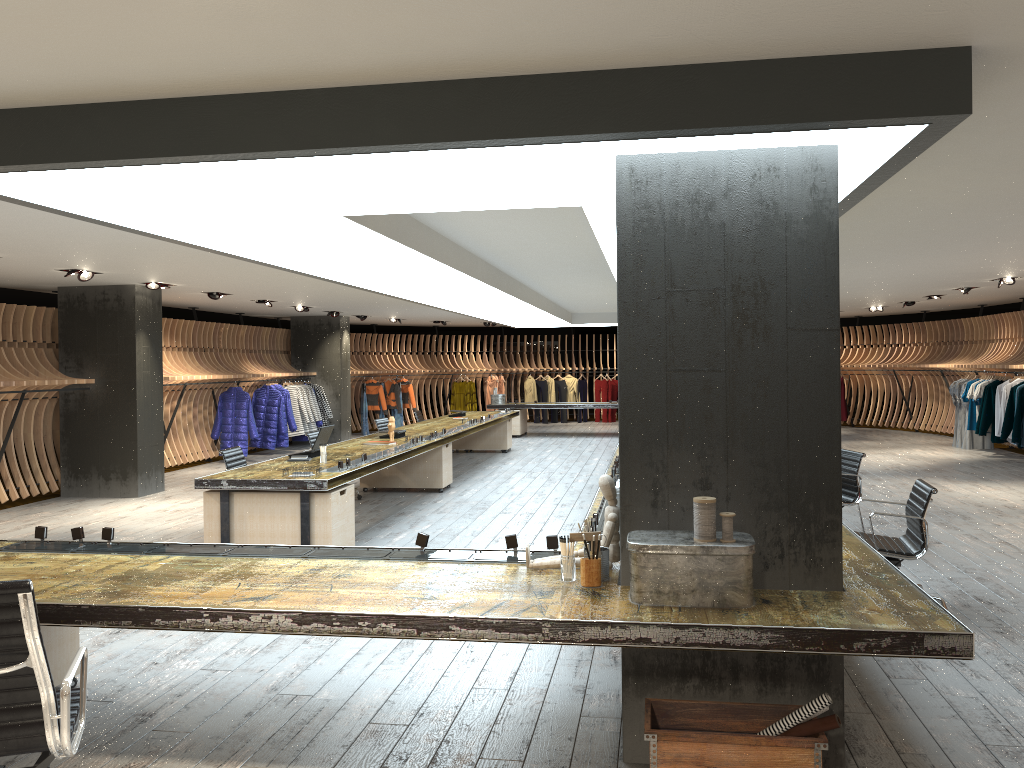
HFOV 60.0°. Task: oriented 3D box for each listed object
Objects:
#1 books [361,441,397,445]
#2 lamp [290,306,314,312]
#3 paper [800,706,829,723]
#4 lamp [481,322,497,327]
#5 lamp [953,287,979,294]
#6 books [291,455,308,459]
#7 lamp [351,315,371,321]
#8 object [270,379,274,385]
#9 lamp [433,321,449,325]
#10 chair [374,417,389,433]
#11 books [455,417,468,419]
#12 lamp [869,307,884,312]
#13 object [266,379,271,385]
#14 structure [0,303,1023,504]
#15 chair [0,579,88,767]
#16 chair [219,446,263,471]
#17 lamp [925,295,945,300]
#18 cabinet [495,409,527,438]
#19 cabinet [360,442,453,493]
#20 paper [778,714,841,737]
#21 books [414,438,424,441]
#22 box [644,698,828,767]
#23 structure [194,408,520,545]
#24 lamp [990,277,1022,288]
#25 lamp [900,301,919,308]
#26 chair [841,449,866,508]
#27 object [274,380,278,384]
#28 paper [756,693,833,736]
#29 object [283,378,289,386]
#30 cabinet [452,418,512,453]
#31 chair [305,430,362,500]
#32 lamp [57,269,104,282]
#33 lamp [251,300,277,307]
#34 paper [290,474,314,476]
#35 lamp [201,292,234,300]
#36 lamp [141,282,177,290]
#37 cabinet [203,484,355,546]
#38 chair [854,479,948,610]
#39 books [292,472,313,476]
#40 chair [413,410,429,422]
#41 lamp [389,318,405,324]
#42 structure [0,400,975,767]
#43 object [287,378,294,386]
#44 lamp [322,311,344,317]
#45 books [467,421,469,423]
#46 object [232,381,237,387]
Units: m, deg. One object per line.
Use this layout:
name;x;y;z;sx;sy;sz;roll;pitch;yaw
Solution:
books;-1.575;0.697;10.465;0.366;0.026;0.213;0;1;19
lamp;-3.852;-1.454;16.255;0.269;0.286;0.493;-1;1;9
paper;0.927;1.384;3.414;0.624;0.290;0.041;-1;0;-9
lamp;-0.557;-1.643;23.152;0.493;0.297;0.269;-1;1;-31
lamp;7.163;-1.549;13.992;0.269;0.286;0.493;-1;1;9
books;-2.123;0.726;8.803;0.186;0.027;0.112;-1;1;-6
lamp;-3.290;-1.527;19.393;0.269;0.292;0.493;-1;1;16
object;-4.630;0.048;17.150;0.523;0.291;0.012;-1;0;9
lamp;-1.797;-1.607;22.158;0.269;0.293;0.493;0;1;41
chair;-1.772;0.961;13.724;0.667;0.859;0.693;-1;1;5
books;-0.873;0.584;15.230;0.213;0.026;0.366;-1;1;9
lamp;7.706;-1.659;18.735;0.269;0.287;0.493;-1;1;-11
object;-4.685;0.057;17.017;0.523;0.292;0.012;-1;0;9
structure;0.530;0.203;7.820;14.881;2.439;36.562;-1;1;9
chair;-1.778;1.115;2.955;0.665;1.023;0.699;-1;1;-10
chair;-2.587;1.076;8.981;0.667;0.859;0.693;-1;1;-5
lamp;7.415;-1.583;15.567;0.269;0.294;0.493;-1;1;9
cabinet;-0.016;0.899;20.774;0.593;0.630;1.132;-1;1;9
cabinet;-1.421;1.110;11.977;1.131;0.630;0.593;-1;1;9
paper;0.881;1.386;3.397;0.723;0.365;0.047;0;1;29
books;-1.142;0.678;10.820;0.155;0.025;0.110;-1;1;4
box;0.854;1.443;3.454;0.664;0.282;0.342;-1;1;9
structure;-1.244;0.990;12.449;1.162;0.844;10.453;-1;1;9
lamp;6.912;-1.504;12.417;0.269;0.301;0.493;-1;1;9
lamp;7.664;-1.622;17.143;0.269;0.291;0.493;-1;1;5
chair;2.769;1.029;7.913;0.667;0.859;0.693;-1;1;-15
object;-4.618;0.035;17.330;0.525;0.270;0.012;-1;0;9
paper;0.915;1.358;3.356;0.572;0.460;0.043;0;0;27
object;-4.518;0.043;17.783;0.518;0.313;0.012;-1;0;9
cabinet;-0.602;0.986;17.119;1.131;0.630;0.593;-1;1;9
chair;-2.221;1.024;11.117;0.667;0.859;0.693;-1;1;0
lamp;-4.858;-1.302;9.956;0.269;0.288;0.493;-1;1;9
lamp;-4.103;-1.413;14.680;0.269;0.294;0.493;-1;1;9
paper;-1.777;0.770;7.509;0.176;0.004;0.130;0;1;15
lamp;-4.355;-1.376;13.106;0.269;0.292;0.493;-1;1;9
lamp;-4.606;-1.336;11.531;0.269;0.296;0.493;-1;1;9
cabinet;-1.996;1.211;7.675;1.131;0.630;0.593;-1;1;9
chair;2.449;1.078;5.860;0.667;0.859;0.693;-1;1;5
books;-1.772;0.759;7.504;0.155;0.025;0.110;-1;1;4
chair;-1.433;0.909;15.908;0.667;0.859;0.693;-1;1;-5
lamp;-2.730;-1.565;20.876;0.269;0.296;0.493;0;1;29
structure;0.536;0.978;11.947;4.835;0.844;18.479;-1;1;9
object;-4.481;0.038;18.016;0.518;0.313;0.012;-1;0;9
lamp;-3.600;-1.489;17.830;0.269;0.292;0.493;-1;1;9
books;-0.632;0.602;13.999;0.155;0.025;0.110;-1;1;4
object;-4.888;0.076;15.639;0.525;0.270;0.012;-1;0;9
